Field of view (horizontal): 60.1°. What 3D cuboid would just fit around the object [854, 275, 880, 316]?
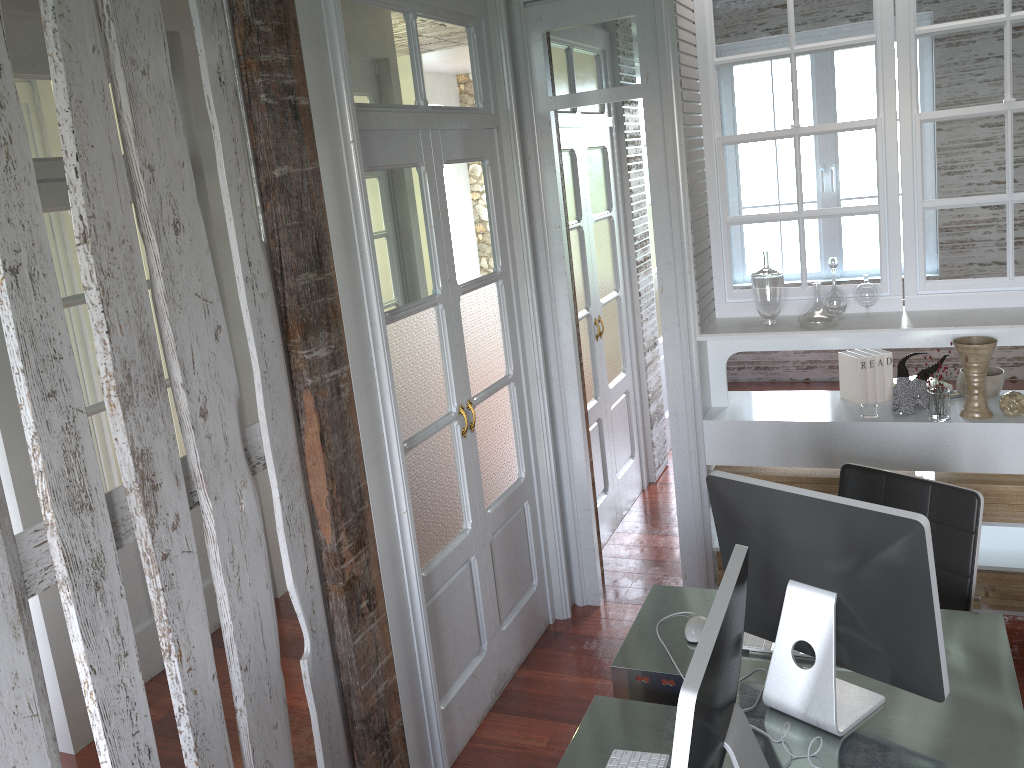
[{"bbox_3d":[1.381,-0.331,3.445,0.094,0.186,0.095,-7,11,-1],"label":"object"}]

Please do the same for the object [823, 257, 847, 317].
[{"bbox_3d":[1.254,-0.359,3.443,0.088,0.268,0.089,-3,12,19],"label":"object"}]

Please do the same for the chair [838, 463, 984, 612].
[{"bbox_3d":[0.988,0.777,2.510,0.605,0.910,0.477,-15,14,-35],"label":"chair"}]

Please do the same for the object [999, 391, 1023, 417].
[{"bbox_3d":[1.800,0.069,3.179,0.092,0.086,0.094,-13,14,-28],"label":"object"}]

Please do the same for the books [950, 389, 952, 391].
[{"bbox_3d":[1.637,0.015,3.568,0.169,0.007,0.191,-9,14,-10],"label":"books"}]

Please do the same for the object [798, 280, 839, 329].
[{"bbox_3d":[1.162,-0.293,3.364,0.148,0.198,0.149,-5,12,7],"label":"object"}]

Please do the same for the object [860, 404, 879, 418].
[{"bbox_3d":[1.344,0.103,3.330,0.066,0.040,0.066,-11,14,-18],"label":"object"}]

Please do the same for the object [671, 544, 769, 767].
[{"bbox_3d":[0.345,0.584,1.442,0.189,0.480,0.489,-2,13,24],"label":"object"}]

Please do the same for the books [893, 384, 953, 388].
[{"bbox_3d":[1.636,0.002,3.565,0.169,0.007,0.191,-9,14,-10],"label":"books"}]

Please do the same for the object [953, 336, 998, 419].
[{"bbox_3d":[1.678,-0.021,3.205,0.143,0.276,0.145,2,14,37],"label":"object"}]

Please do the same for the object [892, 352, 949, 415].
[{"bbox_3d":[1.553,-0.004,3.400,0.386,0.178,0.158,-17,16,-39],"label":"object"}]

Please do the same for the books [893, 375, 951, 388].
[{"bbox_3d":[1.634,-0.004,3.565,0.168,0.007,0.191,-8,14,-4],"label":"books"}]

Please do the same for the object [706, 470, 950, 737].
[{"bbox_3d":[0.632,0.450,1.851,0.191,0.480,0.485,-16,15,-39],"label":"object"}]

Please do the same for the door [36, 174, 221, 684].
[{"bbox_3d":[-1.583,0.186,3.694,0.041,2.065,1.089,-2,12,24],"label":"door"}]

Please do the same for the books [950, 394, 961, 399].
[{"bbox_3d":[1.640,0.033,3.560,0.181,0.011,0.248,-9,14,-10],"label":"books"}]

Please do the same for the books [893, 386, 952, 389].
[{"bbox_3d":[1.636,0.009,3.567,0.169,0.007,0.191,-9,14,-10],"label":"books"}]

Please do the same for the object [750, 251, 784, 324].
[{"bbox_3d":[1.013,-0.370,3.502,0.130,0.312,0.129,-16,15,-40],"label":"object"}]

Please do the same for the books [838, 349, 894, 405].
[{"bbox_3d":[1.421,-0.033,3.554,0.150,0.191,0.144,-9,12,-10],"label":"books"}]

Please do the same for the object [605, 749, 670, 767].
[{"bbox_3d":[0.178,0.805,1.598,0.118,0.017,0.444,-1,15,24],"label":"object"}]

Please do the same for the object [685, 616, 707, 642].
[{"bbox_3d":[0.464,0.611,2.221,0.059,0.028,0.107,-1,15,23],"label":"object"}]

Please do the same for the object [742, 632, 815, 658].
[{"bbox_3d":[0.761,0.617,2.084,0.438,0.017,0.120,0,15,24],"label":"object"}]

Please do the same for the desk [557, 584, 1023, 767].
[{"bbox_3d":[0.549,1.244,1.186,1.299,0.720,2.536,-1,15,24],"label":"desk"}]

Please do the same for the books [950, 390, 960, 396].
[{"bbox_3d":[1.639,0.025,3.558,0.181,0.007,0.248,-9,14,-10],"label":"books"}]

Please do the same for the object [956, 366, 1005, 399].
[{"bbox_3d":[1.813,-0.026,3.427,0.159,0.151,0.219,-5,13,9],"label":"object"}]

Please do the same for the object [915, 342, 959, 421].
[{"bbox_3d":[1.556,-0.012,3.205,0.128,0.284,0.130,-8,11,-9],"label":"object"}]

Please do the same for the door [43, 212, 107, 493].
[{"bbox_3d":[-2.369,0.195,4.026,0.041,2.065,1.089,-2,12,24],"label":"door"}]
